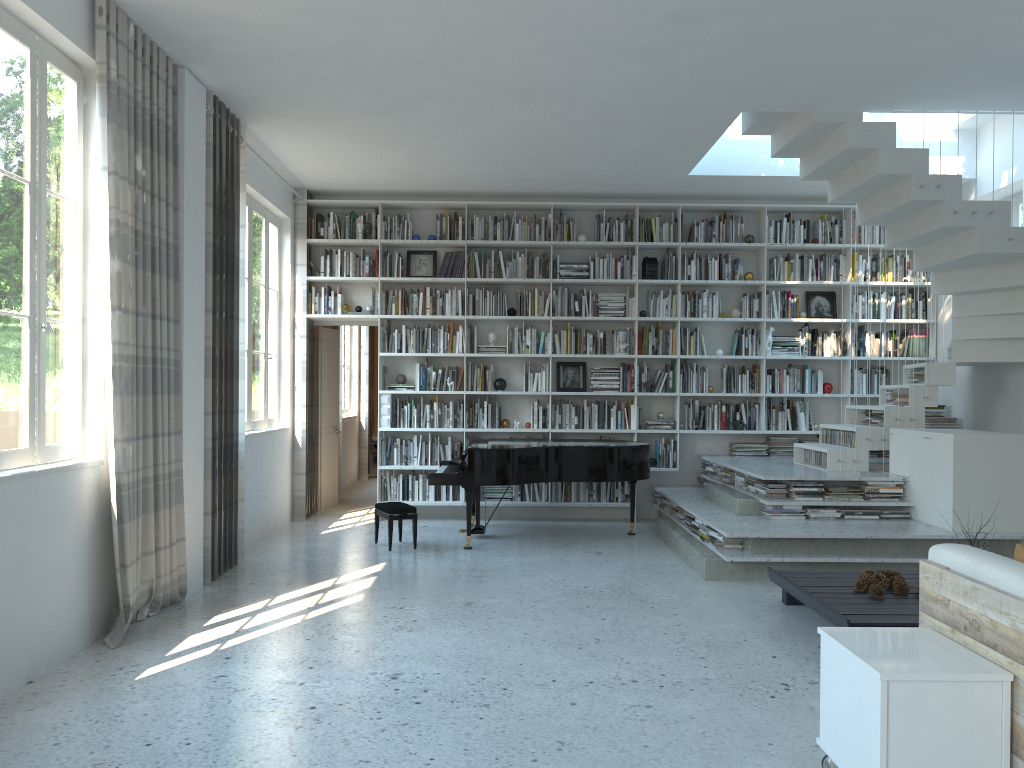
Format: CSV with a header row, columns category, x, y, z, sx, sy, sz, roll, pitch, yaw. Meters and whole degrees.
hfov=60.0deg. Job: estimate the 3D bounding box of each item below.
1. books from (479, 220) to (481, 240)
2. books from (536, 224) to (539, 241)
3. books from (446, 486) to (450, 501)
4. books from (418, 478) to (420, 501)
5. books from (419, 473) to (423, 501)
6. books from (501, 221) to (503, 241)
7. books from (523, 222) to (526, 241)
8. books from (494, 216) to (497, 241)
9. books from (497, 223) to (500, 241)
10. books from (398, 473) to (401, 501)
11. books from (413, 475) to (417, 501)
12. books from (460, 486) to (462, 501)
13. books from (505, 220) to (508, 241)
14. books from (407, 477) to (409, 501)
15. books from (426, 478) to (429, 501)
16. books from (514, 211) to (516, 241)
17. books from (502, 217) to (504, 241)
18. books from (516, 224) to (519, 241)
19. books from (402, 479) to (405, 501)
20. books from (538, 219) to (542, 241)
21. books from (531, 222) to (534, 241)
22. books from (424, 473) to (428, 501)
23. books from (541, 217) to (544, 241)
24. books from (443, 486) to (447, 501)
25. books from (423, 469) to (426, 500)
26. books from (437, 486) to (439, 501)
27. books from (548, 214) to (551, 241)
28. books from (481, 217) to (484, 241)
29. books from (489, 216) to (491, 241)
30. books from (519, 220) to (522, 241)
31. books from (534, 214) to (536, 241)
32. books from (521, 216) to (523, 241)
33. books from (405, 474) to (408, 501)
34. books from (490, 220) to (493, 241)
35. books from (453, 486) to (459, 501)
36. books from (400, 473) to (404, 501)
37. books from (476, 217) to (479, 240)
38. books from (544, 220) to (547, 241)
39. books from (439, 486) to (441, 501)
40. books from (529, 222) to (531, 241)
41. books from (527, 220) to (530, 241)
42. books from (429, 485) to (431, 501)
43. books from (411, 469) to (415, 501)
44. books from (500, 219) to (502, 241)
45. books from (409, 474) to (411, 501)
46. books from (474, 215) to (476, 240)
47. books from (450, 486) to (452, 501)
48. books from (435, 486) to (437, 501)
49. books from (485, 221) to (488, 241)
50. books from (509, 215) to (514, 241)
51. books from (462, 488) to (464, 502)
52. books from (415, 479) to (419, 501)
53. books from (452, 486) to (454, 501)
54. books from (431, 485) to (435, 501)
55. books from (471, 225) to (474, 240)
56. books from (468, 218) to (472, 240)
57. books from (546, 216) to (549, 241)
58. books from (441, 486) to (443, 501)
category,x,y,z,sx,sy,sz,roll,pitch,yaw
books,-0.315,-1.507,8.843,0.023,0.220,0.181,0,0,-1
books,0.249,-1.485,8.844,0.031,0.185,0.176,0,0,-1
books,-0.635,1.028,8.878,0.040,0.264,0.137,0,0,-1
books,-0.922,1.052,8.871,0.014,0.211,0.146,0,0,-1
books,-0.899,1.025,8.845,0.031,0.266,0.186,0,0,-1
books,-0.100,-1.503,8.843,0.011,0.216,0.160,0,0,-1
books,0.122,-1.500,8.867,0.029,0.213,0.141,0,0,-1
books,-0.163,-1.529,8.863,0.028,0.268,0.151,0,0,-1
books,-0.134,-1.496,8.854,0.030,0.201,0.152,0,0,-1
books,-1.117,1.025,8.837,0.013,0.261,0.174,0,0,-1
books,-0.970,1.034,8.865,0.022,0.246,0.135,0,0,-1
books,-0.503,1.023,8.872,0.027,0.276,0.143,0,0,-1
books,-0.057,-1.512,8.859,0.029,0.235,0.130,0,0,-1
books,-1.032,1.046,8.853,0.022,0.221,0.163,0,0,-1
books,-0.835,1.049,8.846,0.021,0.218,0.190,0,0,-1
books,0.030,-1.551,8.855,0.014,0.315,0.166,0,0,-1
books,-0.088,-1.521,8.844,0.013,0.251,0.183,0,0,-1
books,0.052,-1.489,8.848,0.031,0.190,0.181,0,0,-1
books,-1.076,1.054,8.859,0.022,0.205,0.158,0,0,-1
books,0.278,-1.510,8.854,0.026,0.237,0.149,0,0,-1
books,0.198,-1.493,8.832,0.026,0.200,0.187,0,0,-1
books,-0.857,1.025,8.846,0.025,0.266,0.159,0,0,-1
books,0.305,-1.522,8.863,0.029,0.261,0.151,0,0,-1
books,-0.669,1.032,8.855,0.027,0.256,0.179,0,0,-1
books,-0.877,1.006,8.864,0.014,0.304,0.139,0,0,-1
books,-0.735,1.004,8.870,0.013,0.310,0.130,0,0,-1
books,0.373,-1.535,8.846,0.026,0.288,0.176,0,0,-1
books,-0.291,-1.522,8.846,0.023,0.251,0.170,0,0,-1
books,-0.219,-1.528,8.846,0.010,0.264,0.160,0,0,-1
books,0.080,-1.511,8.857,0.026,0.236,0.134,0,0,-1
books,0.228,-1.535,8.850,0.013,0.285,0.159,0,0,-1
books,0.100,-1.528,8.858,0.014,0.269,0.156,0,0,-1
books,-1.054,1.031,8.863,0.022,0.252,0.139,0,0,-1
books,-0.202,-1.513,8.872,0.025,0.235,0.129,0,0,-1
books,-0.550,1.033,8.869,0.065,0.256,0.155,0,0,-1
books,-1.099,1.023,8.843,0.023,0.266,0.177,0,0,-1
books,-0.342,-1.524,8.847,0.031,0.254,0.145,0,0,-1
books,0.333,-1.504,8.842,0.026,0.225,0.172,0,0,-1
books,-0.717,1.053,8.869,0.024,0.214,0.137,0,0,-1
books,0.179,-1.496,8.834,0.013,0.207,0.178,0,0,-1
books,0.161,-1.507,8.847,0.021,0.228,0.161,0,0,-1
books,-0.810,1.055,8.845,0.028,0.206,0.171,0,0,-1
books,-0.987,1.007,8.844,0.013,0.300,0.183,0,0,-1
books,-0.112,-1.512,8.851,0.013,0.234,0.154,0,0,-1
books,-1.008,1.029,8.859,0.027,0.256,0.160,0,0,-1
books,-0.368,-1.536,8.866,0.021,0.279,0.140,0,0,-1
books,-0.604,1.012,8.849,0.021,0.295,0.188,0,0,-1
books,-0.753,1.037,8.839,0.023,0.244,0.188,0,0,-1
books,-0.253,-1.500,8.830,0.029,0.208,0.178,0,0,-1
books,-0.003,-1.531,8.842,0.052,0.273,0.172,0,0,-1
books,-0.481,1.045,8.829,0.017,0.233,0.212,0,0,-1
books,-0.944,1.057,8.841,0.030,0.201,0.168,0,0,-1
books,-0.588,1.009,8.846,0.012,0.303,0.165,0,0,-1
books,-0.780,1.065,8.839,0.031,0.188,0.190,0,0,-1
books,-0.391,-1.489,8.856,0.024,0.183,0.133,0,0,-1
books,-0.417,-1.516,8.841,0.029,0.237,0.156,0,0,-1
books,0.353,-1.525,8.850,0.014,0.267,0.171,0,0,-1
books,-0.693,1.047,8.857,0.022,0.224,0.141,0,0,-1
